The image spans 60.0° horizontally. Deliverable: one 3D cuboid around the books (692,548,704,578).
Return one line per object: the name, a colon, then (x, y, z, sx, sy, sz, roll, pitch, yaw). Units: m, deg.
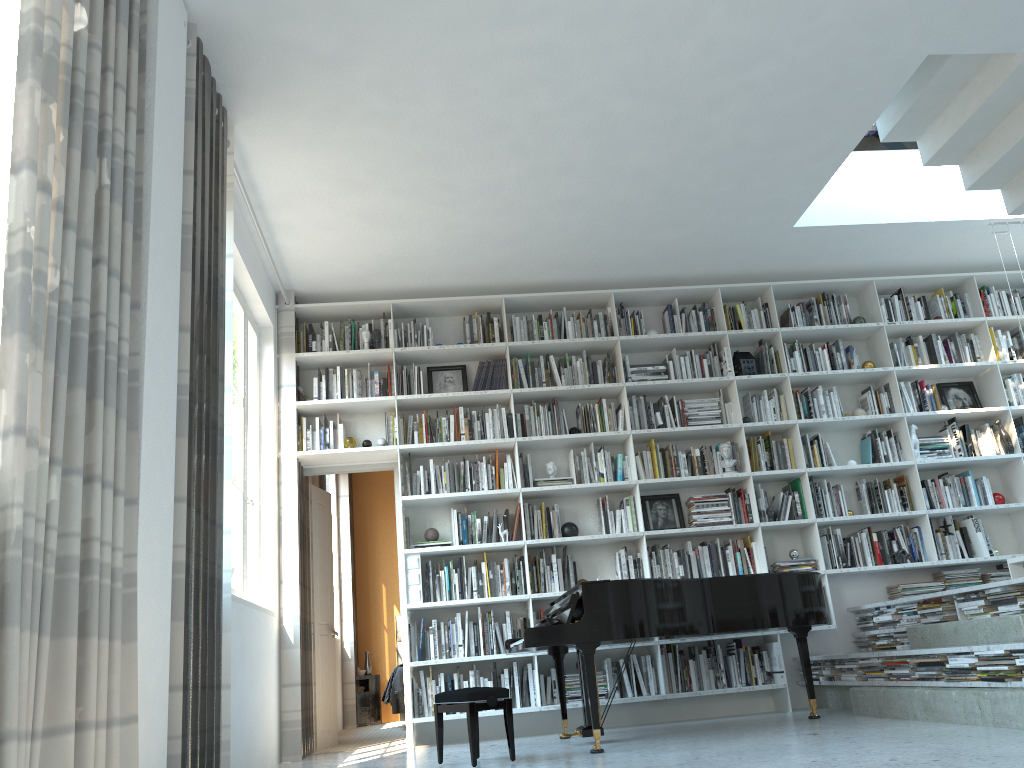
books: (1.331, 1.312, 6.385, 0.031, 0.236, 0.159, -3, -18, -6)

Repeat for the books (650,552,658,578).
books: (1.003, 1.328, 6.338, 0.027, 0.233, 0.168, -3, -18, -6)

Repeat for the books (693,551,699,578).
books: (1.305, 1.324, 6.387, 0.025, 0.220, 0.140, -3, -18, -6)

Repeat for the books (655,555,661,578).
books: (1.028, 1.343, 6.348, 0.024, 0.207, 0.170, -3, -18, -6)

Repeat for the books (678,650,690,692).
books: (1.192, 1.992, 6.162, 0.012, 0.275, 0.155, -3, -18, -6)

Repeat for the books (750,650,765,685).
books: (1.708, 1.983, 6.200, 0.028, 0.227, 0.162, -3, -18, -6)

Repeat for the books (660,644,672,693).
books: (1.063, 1.968, 6.154, 0.014, 0.339, 0.140, -3, -18, -6)

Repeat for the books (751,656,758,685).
books: (1.663, 2.003, 6.188, 0.024, 0.190, 0.155, -3, -18, -6)

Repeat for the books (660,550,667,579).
books: (1.076, 1.325, 6.370, 0.024, 0.247, 0.132, -3, -18, -6)

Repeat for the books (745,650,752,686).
books: (1.623, 1.984, 6.196, 0.028, 0.238, 0.140, -3, -18, -6)

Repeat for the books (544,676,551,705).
books: (0.242, 2.088, 6.041, 0.053, 0.183, 0.148, -3, -18, -6)

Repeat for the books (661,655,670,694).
books: (1.035, 2.004, 6.122, 0.026, 0.255, 0.184, -3, -18, -6)

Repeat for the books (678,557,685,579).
books: (1.191, 1.340, 6.344, 0.029, 0.183, 0.175, -3, -18, -6)

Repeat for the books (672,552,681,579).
books: (1.164, 1.327, 6.351, 0.023, 0.216, 0.175, -3, -18, -6)

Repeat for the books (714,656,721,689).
books: (1.403, 2.006, 6.161, 0.022, 0.212, 0.167, -3, -18, -6)

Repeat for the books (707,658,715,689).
books: (1.366, 2.015, 6.164, 0.024, 0.203, 0.145, -3, -18, -6)

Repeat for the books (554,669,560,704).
books: (0.303, 2.065, 6.060, 0.027, 0.226, 0.140, -3, -18, -6)

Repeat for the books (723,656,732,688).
books: (1.483, 2.007, 6.185, 0.040, 0.211, 0.129, -3, -18, -6)

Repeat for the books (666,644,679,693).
books: (1.111, 1.964, 6.151, 0.012, 0.336, 0.144, -3, -18, -6)

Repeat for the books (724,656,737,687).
books: (1.511, 1.998, 6.157, 0.010, 0.205, 0.180, -3, -18, -6)

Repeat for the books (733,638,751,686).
books: (1.601, 1.940, 6.183, 0.013, 0.316, 0.187, -3, -18, -6)

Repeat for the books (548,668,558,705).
books: (0.278, 2.062, 6.050, 0.023, 0.231, 0.165, -3, -18, -6)

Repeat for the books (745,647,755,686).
books: (1.643, 1.969, 6.187, 0.011, 0.257, 0.172, -3, -18, -6)

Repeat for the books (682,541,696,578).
books: (1.277, 1.289, 6.387, 0.026, 0.290, 0.152, -3, -18, -6)

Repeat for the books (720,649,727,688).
books: (1.450, 1.982, 6.181, 0.024, 0.261, 0.132, -3, -18, -6)

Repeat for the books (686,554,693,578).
books: (1.258, 1.331, 6.357, 0.023, 0.196, 0.165, -3, -18, -6)

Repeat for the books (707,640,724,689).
books: (1.416, 1.944, 6.172, 0.014, 0.334, 0.183, -3, -18, -6)

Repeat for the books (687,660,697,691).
books: (1.228, 2.016, 6.132, 0.028, 0.205, 0.175, -3, -18, -6)

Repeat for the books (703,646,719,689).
books: (1.382, 1.971, 6.166, 0.013, 0.284, 0.185, -3, -18, -6)

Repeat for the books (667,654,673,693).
books: (1.077, 2.009, 6.155, 0.010, 0.258, 0.131, -3, -18, -6)

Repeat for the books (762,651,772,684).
books: (1.751, 1.981, 6.188, 0.029, 0.217, 0.191, -3, -18, -6)

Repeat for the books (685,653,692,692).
books: (1.205, 2.002, 6.160, 0.012, 0.254, 0.151, -3, -18, -6)

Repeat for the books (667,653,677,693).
books: (1.095, 2.003, 6.148, 0.025, 0.262, 0.145, -3, -18, -6)

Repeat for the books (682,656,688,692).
books: (1.182, 2.009, 6.151, 0.012, 0.238, 0.129, -3, -18, -6)

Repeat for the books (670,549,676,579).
books: (1.139, 1.322, 6.374, 0.021, 0.243, 0.142, -3, -18, -6)

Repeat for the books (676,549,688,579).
books: (1.217, 1.315, 6.362, 0.029, 0.237, 0.166, -3, -18, -6)

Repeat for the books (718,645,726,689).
books: (1.431, 1.966, 6.168, 0.014, 0.287, 0.185, -3, -18, -6)

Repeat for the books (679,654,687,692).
books: (1.164, 2.007, 6.154, 0.022, 0.246, 0.144, -3, -18, -6)

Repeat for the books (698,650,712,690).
books: (1.337, 1.990, 6.172, 0.028, 0.260, 0.133, -3, -18, -6)

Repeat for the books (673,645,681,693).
books: (1.134, 1.975, 6.150, 0.034, 0.310, 0.170, -3, -18, -6)

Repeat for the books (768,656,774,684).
books: (1.777, 2.000, 6.198, 0.023, 0.181, 0.149, -3, -18, -6)

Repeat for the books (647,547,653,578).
books: (0.981, 1.313, 6.352, 0.011, 0.274, 0.146, -3, -18, -6)

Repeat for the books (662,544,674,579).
books: (1.121, 1.299, 6.360, 0.013, 0.281, 0.167, -3, -18, -6)

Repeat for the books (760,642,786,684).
books: (1.809, 1.936, 6.149, 0.038, 0.268, 0.278, -3, -18, -6)

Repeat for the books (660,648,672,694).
books: (1.052, 1.982, 6.131, 0.014, 0.299, 0.185, -3, -18, -6)

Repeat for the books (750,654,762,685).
books: (1.686, 1.991, 6.183, 0.022, 0.204, 0.192, -3, -18, -6)

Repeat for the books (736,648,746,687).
books: (1.576, 1.972, 6.166, 0.044, 0.250, 0.187, -3, -18, -6)

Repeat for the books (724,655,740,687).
books: (1.530, 1.997, 6.164, 0.029, 0.209, 0.171, -3, -18, -6)

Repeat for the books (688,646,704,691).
books: (1.279, 1.977, 6.168, 0.026, 0.293, 0.155, -3, -18, -6)

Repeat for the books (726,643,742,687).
books: (1.546, 1.957, 6.179, 0.011, 0.291, 0.184, -3, -18, -6)

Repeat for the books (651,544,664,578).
books: (1.049, 1.308, 6.379, 0.027, 0.289, 0.141, -3, -18, -6)

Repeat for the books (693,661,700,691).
books: (1.255, 2.028, 6.162, 0.030, 0.196, 0.143, -3, -18, -6)

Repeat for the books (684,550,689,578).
books: (1.237, 1.320, 6.372, 0.013, 0.229, 0.139, -3, -18, -6)

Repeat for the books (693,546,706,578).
books: (1.357, 1.307, 6.405, 0.025, 0.253, 0.136, -3, -18, -6)

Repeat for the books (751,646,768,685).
books: (1.728, 1.966, 6.198, 0.013, 0.255, 0.177, -3, -18, -6)

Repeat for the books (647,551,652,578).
books: (0.962, 1.332, 6.352, 0.029, 0.243, 0.154, -3, -18, -6)

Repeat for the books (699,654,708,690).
books: (1.309, 2.004, 6.165, 0.030, 0.234, 0.138, -3, -18, -6)

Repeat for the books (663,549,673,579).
books: (1.103, 1.319, 6.356, 0.027, 0.245, 0.180, -3, -18, -6)
